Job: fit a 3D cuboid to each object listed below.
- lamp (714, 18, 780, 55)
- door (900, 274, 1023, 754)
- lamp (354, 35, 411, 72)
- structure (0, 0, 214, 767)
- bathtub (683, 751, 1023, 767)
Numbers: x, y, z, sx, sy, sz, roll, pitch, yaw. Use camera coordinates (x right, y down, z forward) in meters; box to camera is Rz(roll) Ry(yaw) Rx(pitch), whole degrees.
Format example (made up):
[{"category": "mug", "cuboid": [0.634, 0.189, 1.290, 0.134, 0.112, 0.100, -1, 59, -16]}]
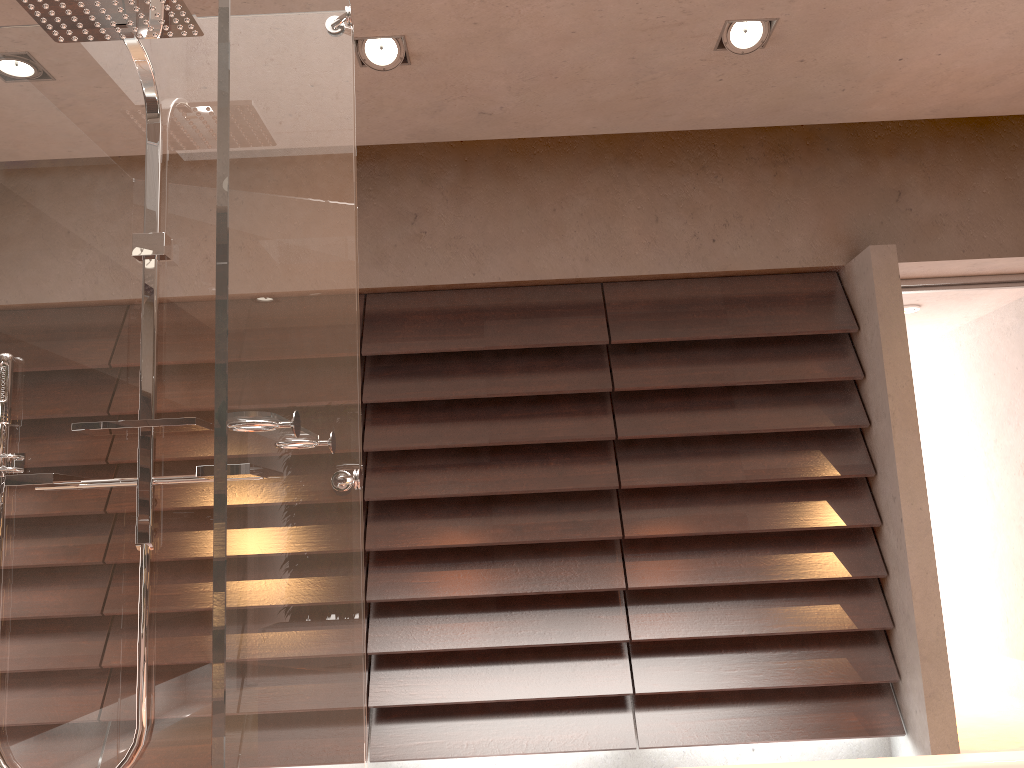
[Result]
[{"category": "lamp", "cuboid": [0.736, -1.117, 2.800, 0.165, 0.110, 0.170, -3, -10, 0]}, {"category": "door", "cuboid": [2.010, 0.523, 3.740, 1.007, 2.000, 0.090, -3, -10, 0]}, {"category": "lamp", "cuboid": [-0.411, -1.062, 2.796, 0.165, 0.110, 0.170, -3, -10, 0]}, {"category": "structure", "cuboid": [-0.824, 0.025, 1.714, 0.575, 1.578, 0.385, -3, -10, 0]}, {"category": "bathtub", "cuboid": [0.728, 0.807, 1.376, 2.000, 0.761, 0.994, -3, -10, 0]}]
